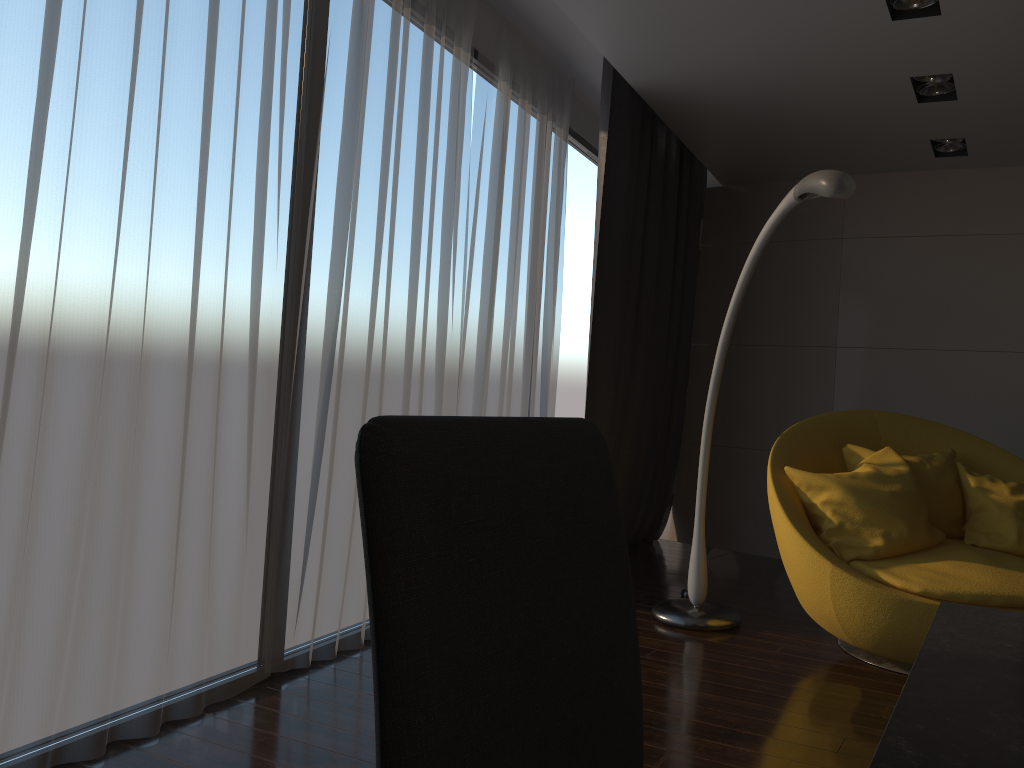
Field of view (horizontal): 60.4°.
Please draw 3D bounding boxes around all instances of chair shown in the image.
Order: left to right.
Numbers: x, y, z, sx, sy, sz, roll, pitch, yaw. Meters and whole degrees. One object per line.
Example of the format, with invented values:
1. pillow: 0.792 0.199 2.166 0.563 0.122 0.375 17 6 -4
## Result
1. chair: 0.192 0.523 0.641 0.547 0.965 0.446 3 -1 28
2. chair: 1.805 0.627 3.712 1.540 1.006 1.120 4 -1 -6

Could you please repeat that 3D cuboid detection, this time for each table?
1. table: 0.925 0.669 0.277 1.533 0.760 1.086 3 -1 28

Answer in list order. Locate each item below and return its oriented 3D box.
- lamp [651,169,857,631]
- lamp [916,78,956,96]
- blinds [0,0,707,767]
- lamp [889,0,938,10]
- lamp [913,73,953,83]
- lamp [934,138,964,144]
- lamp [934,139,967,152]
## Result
1. lamp: 1.132 0.206 4.837 0.573 1.780 4.293 3 -1 10
2. lamp: 2.001 -1.404 4.147 0.167 0.077 0.186 3 -1 40
3. blinds: -0.510 -0.462 2.768 0.721 2.895 7.761 3 -1 23
4. lamp: 1.497 -1.442 3.273 0.167 0.077 0.186 3 -1 40
5. lamp: 1.907 -1.411 3.984 0.186 0.077 0.167 4 -1 -43
6. lamp: 2.411 -1.373 4.858 0.186 0.077 0.167 4 -1 -43
7. lamp: 2.505 -1.366 5.022 0.167 0.077 0.186 3 -1 40
